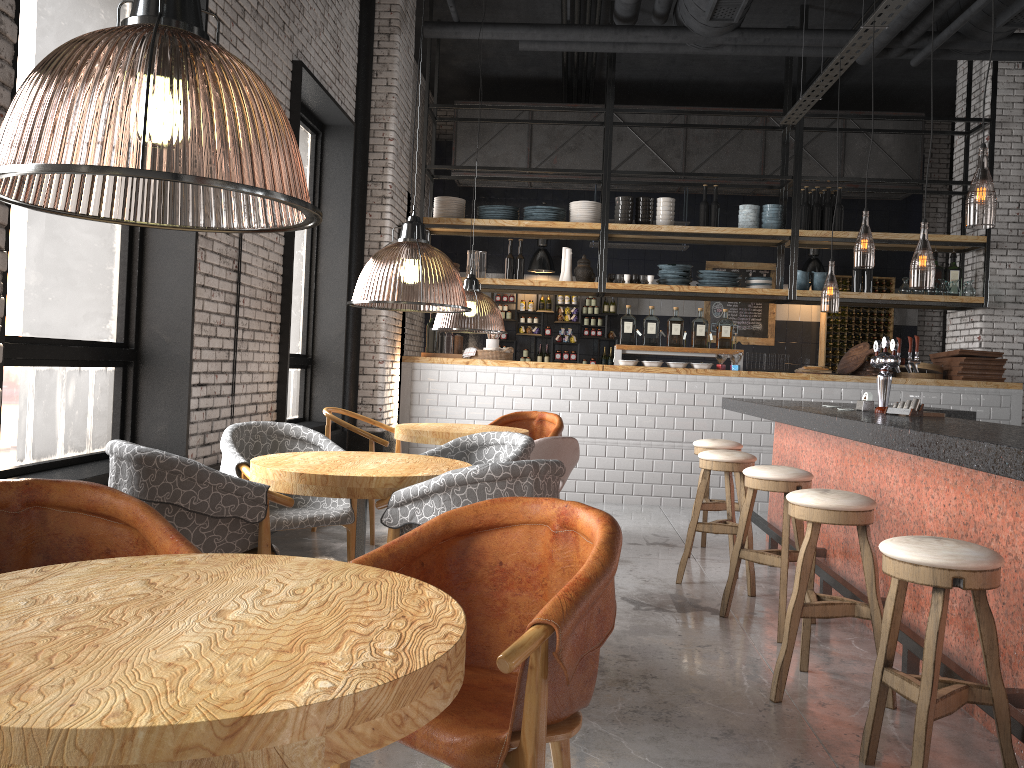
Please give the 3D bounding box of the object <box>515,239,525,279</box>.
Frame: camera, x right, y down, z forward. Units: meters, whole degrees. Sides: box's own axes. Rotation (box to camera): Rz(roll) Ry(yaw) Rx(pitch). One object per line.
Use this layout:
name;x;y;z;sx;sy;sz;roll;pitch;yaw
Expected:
object;0.085;-1.306;9.461;0.098;0.471;0.098;3;0;-19

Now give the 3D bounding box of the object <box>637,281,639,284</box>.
object;1.352;-1.061;9.364;0.072;0.097;0.072;2;0;-30

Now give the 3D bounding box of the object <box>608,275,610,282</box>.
object;1.023;-1.072;9.150;0.072;0.097;0.072;3;0;3

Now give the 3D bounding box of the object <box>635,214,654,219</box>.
object;1.376;-1.705;9.240;0.196;0.101;0.196;3;1;23

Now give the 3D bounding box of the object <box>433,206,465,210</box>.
object;-0.662;-1.834;9.363;0.334;0.043;0.334;3;1;43

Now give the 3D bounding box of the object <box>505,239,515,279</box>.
object;-0.022;-1.311;9.468;0.098;0.471;0.098;3;0;-19

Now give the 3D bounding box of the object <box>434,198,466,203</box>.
object;-0.657;-1.911;9.364;0.335;0.042;0.334;3;1;0

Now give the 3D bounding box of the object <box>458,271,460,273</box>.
object;-0.641;-1.171;9.382;0.157;0.053;0.168;3;1;9

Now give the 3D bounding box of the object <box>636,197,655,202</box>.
object;1.385;-1.883;9.242;0.196;0.103;0.196;2;1;-20

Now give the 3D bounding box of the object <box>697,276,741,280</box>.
object;2.141;-1.087;9.181;0.454;0.065;0.453;2;1;-34

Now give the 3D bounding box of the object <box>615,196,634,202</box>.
object;1.171;-1.893;9.255;0.196;0.105;0.196;3;1;25

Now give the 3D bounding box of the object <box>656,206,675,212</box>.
object;1.592;-1.785;9.229;0.196;0.103;0.196;3;1;20

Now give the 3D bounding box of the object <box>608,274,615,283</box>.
object;1.015;-1.071;9.033;0.072;0.097;0.072;3;0;26

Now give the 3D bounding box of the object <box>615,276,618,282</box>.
object;1.100;-1.069;9.145;0.072;0.097;0.072;3;0;-10

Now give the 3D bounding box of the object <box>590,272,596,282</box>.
object;0.787;-1.146;9.408;0.203;0.213;0.203;3;1;41

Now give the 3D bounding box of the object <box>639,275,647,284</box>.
object;1.330;-1.056;9.013;0.072;0.097;0.072;3;0;12

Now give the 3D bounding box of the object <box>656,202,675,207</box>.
object;1.596;-1.828;9.226;0.196;0.100;0.196;3;1;0

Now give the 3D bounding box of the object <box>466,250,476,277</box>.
object;-0.406;-1.251;9.403;0.126;0.313;0.179;3;0;36

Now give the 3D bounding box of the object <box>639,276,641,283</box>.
object;1.337;-1.058;9.130;0.072;0.097;0.072;2;0;-37

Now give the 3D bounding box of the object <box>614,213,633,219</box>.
object;1.163;-1.715;9.254;0.196;0.104;0.196;2;1;-33

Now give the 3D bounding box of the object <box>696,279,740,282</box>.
object;2.137;-1.064;9.181;0.452;0.062;0.454;2;1;-42

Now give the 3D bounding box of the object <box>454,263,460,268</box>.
object;-0.638;-1.249;9.383;0.157;0.053;0.168;3;1;9

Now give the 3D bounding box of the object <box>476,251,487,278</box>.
object;-0.324;-1.230;9.253;0.118;0.293;0.169;3;0;9

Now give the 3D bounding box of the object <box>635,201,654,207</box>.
object;1.382;-1.838;9.238;0.196;0.102;0.196;3;1;-3

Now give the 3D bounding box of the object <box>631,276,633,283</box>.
object;1.260;-1.061;9.135;0.072;0.097;0.072;3;0;31

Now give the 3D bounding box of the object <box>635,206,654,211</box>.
object;1.380;-1.794;9.238;0.196;0.102;0.196;3;1;14

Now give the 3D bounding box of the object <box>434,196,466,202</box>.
object;-0.656;-1.931;9.363;0.334;0.039;0.335;2;1;-6

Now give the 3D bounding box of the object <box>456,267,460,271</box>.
object;-0.640;-1.207;9.382;0.157;0.053;0.168;3;1;9

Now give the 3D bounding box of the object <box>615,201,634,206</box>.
object;1.176;-1.848;9.250;0.196;0.107;0.196;3;1;32

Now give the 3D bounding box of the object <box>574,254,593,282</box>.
object;0.745;-1.193;9.210;0.196;0.305;0.196;3;0;41

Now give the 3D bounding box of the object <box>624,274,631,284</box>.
object;1.171;-1.063;9.023;0.072;0.097;0.072;3;0;43

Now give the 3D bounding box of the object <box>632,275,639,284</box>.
object;1.253;-1.060;9.018;0.072;0.097;0.072;3;0;24

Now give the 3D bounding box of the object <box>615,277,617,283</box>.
object;1.107;-1.070;9.262;0.072;0.097;0.072;3;0;35

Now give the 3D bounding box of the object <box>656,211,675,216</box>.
object;1.592;-1.740;9.223;0.196;0.104;0.196;3;1;39

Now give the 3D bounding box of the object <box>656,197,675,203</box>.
object;1.598;-1.873;9.229;0.196;0.103;0.196;2;1;-19

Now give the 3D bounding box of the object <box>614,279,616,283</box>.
object;1.114;-1.072;9.379;0.072;0.097;0.072;3;0;22

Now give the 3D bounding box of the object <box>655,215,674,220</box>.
object;1.588;-1.696;9.223;0.196;0.104;0.196;2;1;-21

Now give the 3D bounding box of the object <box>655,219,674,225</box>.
object;1.589;-1.652;9.222;0.196;0.105;0.196;2;1;-19

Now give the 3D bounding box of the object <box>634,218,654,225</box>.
object;1.374;-1.662;9.242;0.196;0.104;0.196;3;1;40

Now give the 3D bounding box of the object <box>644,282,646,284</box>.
object;1.430;-1.058;9.359;0.072;0.097;0.072;3;0;4

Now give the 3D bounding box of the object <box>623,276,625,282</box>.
object;1.178;-1.065;9.140;0.072;0.097;0.072;3;0;5

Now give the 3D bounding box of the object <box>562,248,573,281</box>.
object;0.582;-1.225;9.207;0.132;0.360;0.127;3;0;29

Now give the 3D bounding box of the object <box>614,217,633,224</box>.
object;1.163;-1.671;9.254;0.196;0.102;0.196;3;1;16

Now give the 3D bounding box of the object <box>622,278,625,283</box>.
object;1.186;-1.067;9.257;0.072;0.097;0.072;3;0;-8

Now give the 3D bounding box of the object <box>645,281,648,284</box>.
object;1.423;-1.056;9.242;0.072;0.097;0.072;3;0;3

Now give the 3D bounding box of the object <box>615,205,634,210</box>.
object;1.169;-1.803;9.253;0.196;0.100;0.196;2;1;-31

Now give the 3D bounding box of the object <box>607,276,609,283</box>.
object;1.030;-1.074;9.267;0.072;0.097;0.072;3;0;-9

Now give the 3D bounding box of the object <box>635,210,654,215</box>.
object;1.380;-1.750;9.235;0.196;0.107;0.196;2;1;-25

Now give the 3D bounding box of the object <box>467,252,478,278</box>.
object;-0.398;-1.221;9.150;0.106;0.264;0.152;3;0;31

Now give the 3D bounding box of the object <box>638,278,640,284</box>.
object;1.344;-1.060;9.247;0.072;0.097;0.072;3;0;12

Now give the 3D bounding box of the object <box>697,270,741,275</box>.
object;2.144;-1.134;9.183;0.453;0.062;0.454;3;1;19

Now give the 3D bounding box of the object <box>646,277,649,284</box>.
object;1.416;-1.054;9.125;0.072;0.097;0.072;3;0;8

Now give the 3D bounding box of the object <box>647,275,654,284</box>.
object;1.408;-1.053;9.008;0.072;0.097;0.072;3;0;36

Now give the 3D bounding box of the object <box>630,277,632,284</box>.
object;1.267;-1.063;9.252;0.072;0.097;0.072;3;0;33

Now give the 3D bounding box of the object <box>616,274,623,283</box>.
object;1.093;-1.067;9.028;0.072;0.097;0.072;3;0;26

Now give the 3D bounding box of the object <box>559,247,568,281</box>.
object;0.557;-1.245;9.359;0.126;0.394;0.126;2;0;43

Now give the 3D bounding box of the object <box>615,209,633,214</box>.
object;1.167;-1.759;9.254;0.196;0.102;0.196;3;1;33
